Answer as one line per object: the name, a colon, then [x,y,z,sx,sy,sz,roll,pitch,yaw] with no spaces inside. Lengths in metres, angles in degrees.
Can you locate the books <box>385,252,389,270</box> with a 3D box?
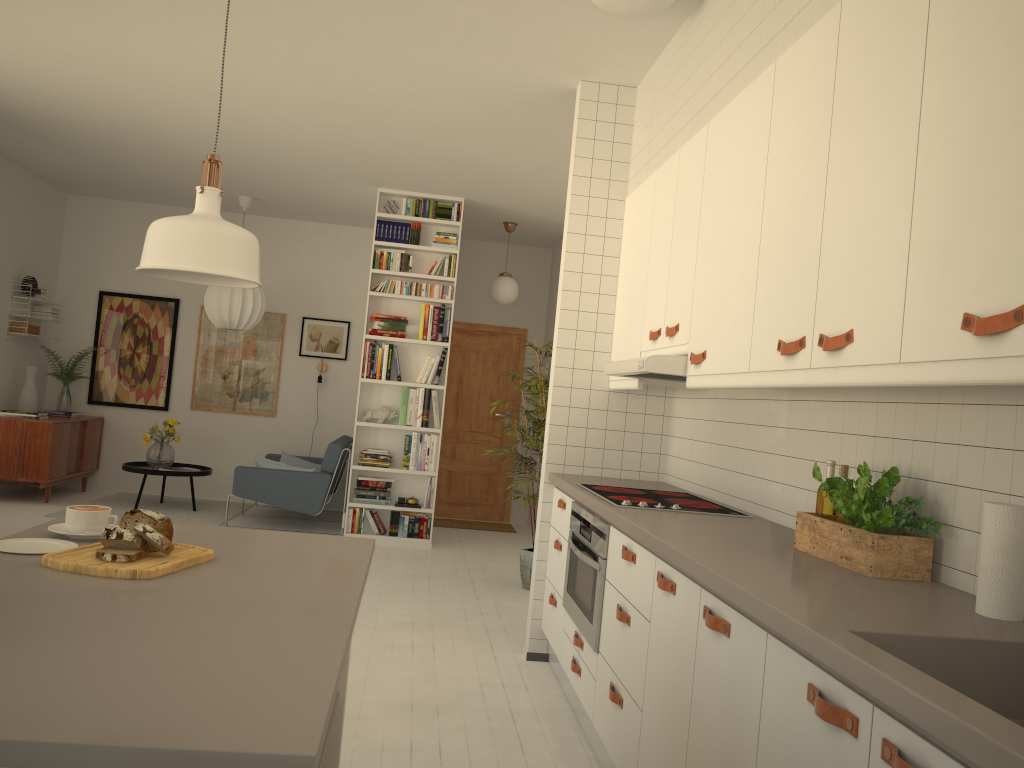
books: [-1.037,-1.004,7.376,0.013,0.149,0.208,6,-1,-6]

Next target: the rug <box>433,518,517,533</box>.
rug: [-0.448,1.397,8.792,0.941,0.002,0.553,6,-1,-6]

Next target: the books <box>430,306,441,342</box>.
books: [-0.641,-0.493,7.404,0.059,0.291,0.182,6,-1,-6]

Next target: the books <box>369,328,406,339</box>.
books: [-1.030,-0.412,7.357,0.300,0.056,0.202,6,-1,-6]

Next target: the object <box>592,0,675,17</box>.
object: [0.458,-1.484,3.379,0.351,0.101,0.351,5,-1,36]

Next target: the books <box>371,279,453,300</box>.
books: [-0.833,-0.778,7.395,0.664,0.110,0.278,6,-1,-6]

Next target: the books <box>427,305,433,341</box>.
books: [-0.684,-0.502,7.407,0.029,0.301,0.185,6,-1,-6]

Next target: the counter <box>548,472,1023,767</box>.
counter: [-0.393,0.416,1.898,2.856,0.163,4.844,6,-1,-6]

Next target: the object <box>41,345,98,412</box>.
object: [-4.294,-0.045,8.597,0.476,0.686,0.398,5,-1,-4]

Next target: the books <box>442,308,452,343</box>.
books: [-0.548,-0.483,7.413,0.054,0.289,0.179,6,-1,-6]

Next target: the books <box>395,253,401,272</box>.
books: [-0.947,-0.997,7.379,0.035,0.158,0.199,6,-1,-6]

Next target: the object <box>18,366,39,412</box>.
object: [-4.324,0.062,7.949,0.160,0.445,0.158,4,-2,34]

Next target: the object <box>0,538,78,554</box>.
object: [-1.004,0.341,1.862,0.167,0.005,0.167,6,-1,-10]

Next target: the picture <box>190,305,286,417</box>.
picture: [-2.768,-0.230,8.972,0.838,1.053,0.012,6,-2,-6]

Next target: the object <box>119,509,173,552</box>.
object: [-0.775,0.304,1.885,0.086,0.087,0.090,5,-1,2]

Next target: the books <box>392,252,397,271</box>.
books: [-0.979,-1.002,7.384,0.028,0.159,0.222,6,-1,-6]

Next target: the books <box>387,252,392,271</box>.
books: [-1.018,-1.005,7.379,0.024,0.155,0.188,6,-1,-6]

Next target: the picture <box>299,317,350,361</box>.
picture: [-1.914,-0.461,9.067,0.481,0.402,0.015,6,-2,-6]

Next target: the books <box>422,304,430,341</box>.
books: [-0.717,-0.505,7.408,0.039,0.302,0.199,6,-1,-6]

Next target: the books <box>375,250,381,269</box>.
books: [-1.112,-1.015,7.355,0.034,0.162,0.197,6,-1,-6]

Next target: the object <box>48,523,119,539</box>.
object: [-0.974,0.340,2.030,0.160,0.020,0.160,6,-1,-40]

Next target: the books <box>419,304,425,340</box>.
books: [-0.752,-0.511,7.411,0.032,0.300,0.200,6,-1,-6]

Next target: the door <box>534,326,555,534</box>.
door: [0.424,0.448,8.195,0.166,2.033,0.955,6,-1,-6]

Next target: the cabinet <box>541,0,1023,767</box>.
cabinet: [-0.354,0.020,1.908,2.853,2.160,4.844,6,-1,-6]

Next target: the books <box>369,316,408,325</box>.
books: [-1.022,-0.521,7.381,0.314,0.035,0.205,6,-1,-6]

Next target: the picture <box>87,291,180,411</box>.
picture: [-3.777,-0.328,8.861,0.778,1.134,0.018,6,-2,-6]

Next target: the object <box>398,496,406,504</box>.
object: [-0.910,0.959,7.316,0.058,0.055,0.058,6,-1,-6]

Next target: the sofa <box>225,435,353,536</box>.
sofa: [-1.941,0.855,8.100,0.964,0.773,1.603,6,-1,-6]

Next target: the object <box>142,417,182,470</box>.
object: [-3.168,0.533,8.007,0.291,0.471,0.361,5,-2,32]

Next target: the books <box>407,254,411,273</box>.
books: [-0.861,-0.990,7.384,0.016,0.158,0.146,6,-1,-6]

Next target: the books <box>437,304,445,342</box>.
books: [-0.594,-0.501,7.410,0.039,0.317,0.161,6,-1,-6]

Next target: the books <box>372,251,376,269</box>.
books: [-1.142,-1.016,7.376,0.019,0.156,0.205,6,-1,-6]

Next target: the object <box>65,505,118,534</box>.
object: [-0.970,0.312,2.033,0.094,0.064,0.098,4,-2,42]

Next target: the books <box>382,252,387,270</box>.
books: [-1.053,-1.006,7.359,0.023,0.152,0.199,6,-1,-6]

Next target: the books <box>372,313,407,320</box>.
books: [-1.026,-0.551,7.373,0.266,0.026,0.203,6,-1,-17]

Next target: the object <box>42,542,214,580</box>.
object: [-0.777,0.355,1.816,0.237,0.019,0.306,5,-1,10]

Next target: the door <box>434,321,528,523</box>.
door: [-0.396,0.391,9.264,0.931,2.033,0.159,6,-2,-6]

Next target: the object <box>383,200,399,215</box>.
object: [-0.996,-1.457,7.329,0.131,0.131,0.131,6,-1,-10]

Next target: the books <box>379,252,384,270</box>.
books: [-1.081,-1.007,7.361,0.030,0.149,0.202,6,-1,-6]

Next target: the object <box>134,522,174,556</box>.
object: [-0.731,0.316,1.805,0.079,0.067,0.074,5,-1,-4]

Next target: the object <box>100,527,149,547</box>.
object: [-0.790,0.315,1.802,0.083,0.057,0.072,5,-1,0]

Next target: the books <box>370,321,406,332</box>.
books: [-1.027,-0.470,7.367,0.268,0.064,0.128,6,-1,-36]

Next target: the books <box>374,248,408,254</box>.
books: [-0.998,-1.094,7.381,0.255,0.022,0.189,5,-1,4]

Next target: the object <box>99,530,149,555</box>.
object: [-0.779,0.317,1.775,0.083,0.055,0.073,5,-1,1]

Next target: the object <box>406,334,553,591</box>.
object: [-0.050,0.533,6.564,0.778,1.712,2.088,6,-1,-25]

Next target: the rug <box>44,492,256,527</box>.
rug: [-3.131,1.122,7.928,1.304,0.012,1.660,5,-1,-4]

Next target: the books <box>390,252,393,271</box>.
books: [-0.998,-1.002,7.365,0.012,0.155,0.208,6,-1,-6]

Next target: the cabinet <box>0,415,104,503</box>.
cabinet: [-4.283,0.658,8.140,0.546,0.727,1.262,6,-1,-6]

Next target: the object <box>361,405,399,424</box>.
object: [-1.084,0.249,7.310,0.311,0.150,0.137,5,-1,2]

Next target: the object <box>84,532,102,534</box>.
object: [-0.914,0.337,2.024,0.027,0.011,0.132,5,-1,33]

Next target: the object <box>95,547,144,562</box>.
object: [-0.775,0.336,1.745,0.077,0.017,0.068,5,-1,2]

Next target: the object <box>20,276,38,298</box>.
object: [-4.315,-0.868,7.927,0.139,0.200,0.139,4,-2,38]
